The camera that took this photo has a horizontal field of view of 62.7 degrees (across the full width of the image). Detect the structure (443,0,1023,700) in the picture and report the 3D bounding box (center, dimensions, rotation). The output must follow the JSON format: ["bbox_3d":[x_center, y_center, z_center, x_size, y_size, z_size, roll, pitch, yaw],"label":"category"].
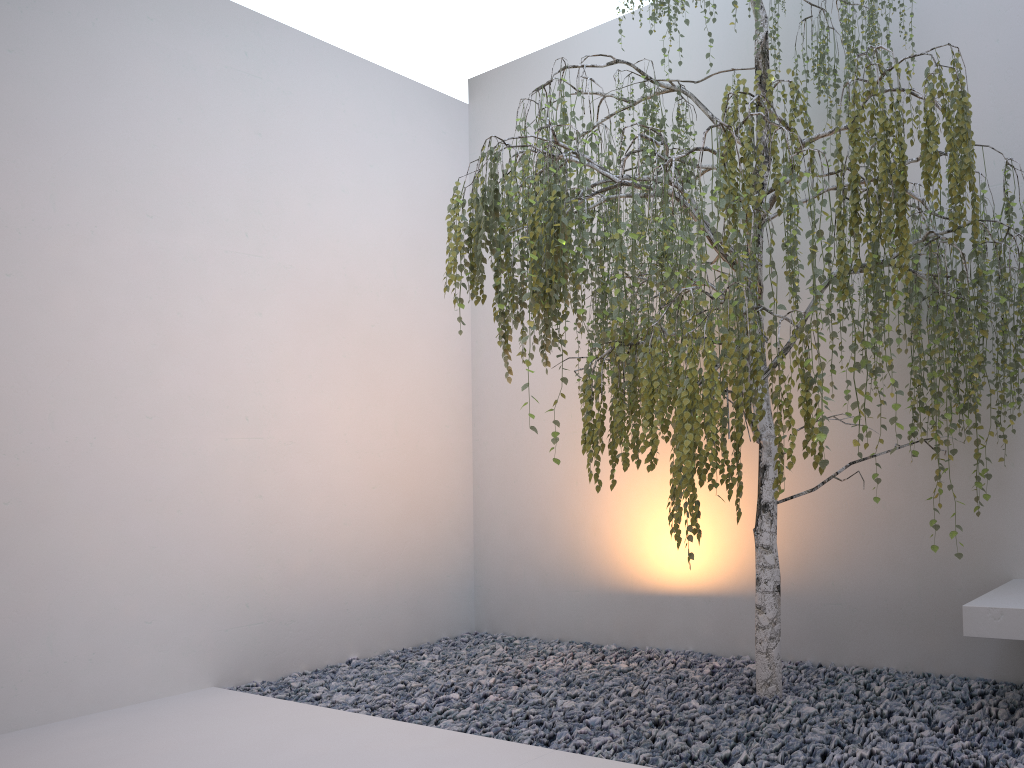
[{"bbox_3d":[0.799,-0.741,3.176,2.124,3.978,2.007,-4,-4,35],"label":"structure"}]
